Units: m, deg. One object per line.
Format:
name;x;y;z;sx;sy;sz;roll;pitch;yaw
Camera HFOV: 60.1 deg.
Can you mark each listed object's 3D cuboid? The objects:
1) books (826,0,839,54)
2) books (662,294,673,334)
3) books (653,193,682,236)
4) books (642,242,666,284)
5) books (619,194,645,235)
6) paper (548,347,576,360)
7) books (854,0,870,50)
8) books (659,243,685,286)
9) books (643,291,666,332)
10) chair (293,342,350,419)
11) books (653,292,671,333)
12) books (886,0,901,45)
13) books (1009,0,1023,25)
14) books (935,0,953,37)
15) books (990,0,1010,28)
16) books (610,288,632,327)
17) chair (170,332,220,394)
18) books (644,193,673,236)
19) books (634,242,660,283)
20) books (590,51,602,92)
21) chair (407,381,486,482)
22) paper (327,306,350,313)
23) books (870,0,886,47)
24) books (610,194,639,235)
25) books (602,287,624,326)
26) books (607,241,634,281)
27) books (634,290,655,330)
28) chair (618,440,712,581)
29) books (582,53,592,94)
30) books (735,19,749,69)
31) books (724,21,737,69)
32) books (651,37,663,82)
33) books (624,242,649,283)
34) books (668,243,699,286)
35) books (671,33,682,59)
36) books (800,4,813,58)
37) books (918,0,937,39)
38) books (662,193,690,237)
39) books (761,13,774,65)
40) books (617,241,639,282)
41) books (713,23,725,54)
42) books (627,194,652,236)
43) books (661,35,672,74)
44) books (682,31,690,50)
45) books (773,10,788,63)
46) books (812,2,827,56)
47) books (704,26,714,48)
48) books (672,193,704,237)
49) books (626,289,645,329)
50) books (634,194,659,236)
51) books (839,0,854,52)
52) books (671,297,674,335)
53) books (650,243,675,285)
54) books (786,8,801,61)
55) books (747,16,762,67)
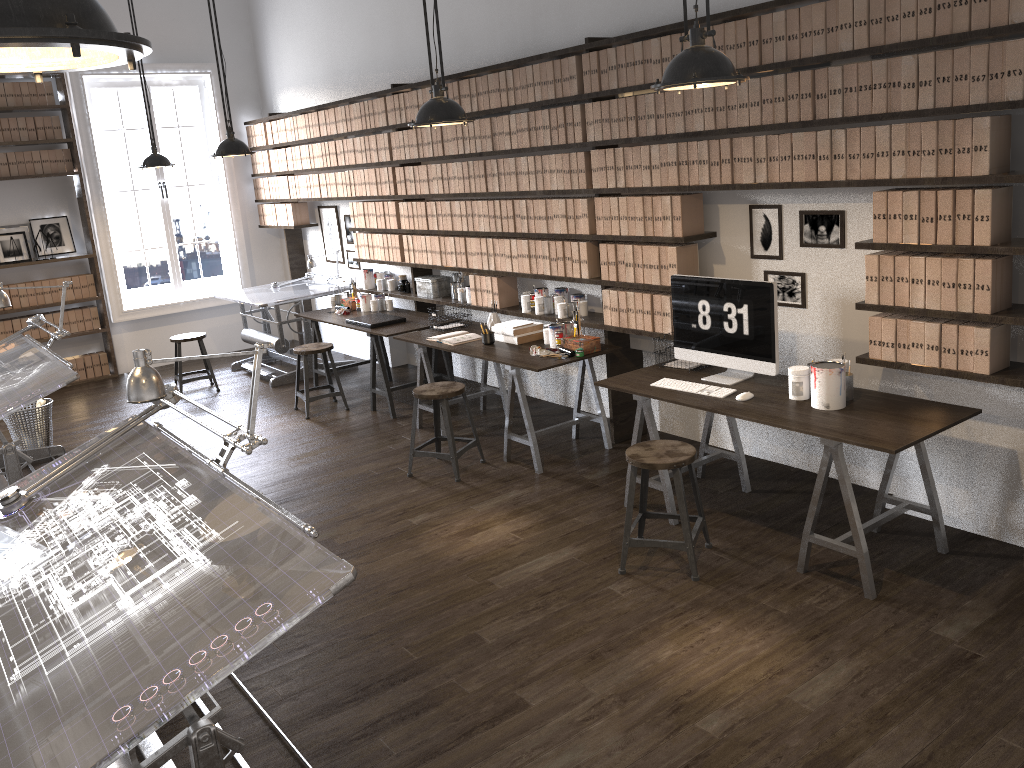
books;1.459;-1.565;3.884;0.175;0.223;0.067;-14;15;-35
books;0.935;-0.401;5.012;0.175;0.223;0.067;-14;15;-35
books;0.873;-0.940;4.928;0.175;0.223;0.067;-14;15;-35
books;0.836;-0.690;5.065;0.175;0.223;0.067;-14;15;-35
books;0.711;-0.980;5.140;0.175;0.223;0.067;-14;15;-35
paper;0.283;-0.184;5.258;0.138;0.038;0.156;-10;15;-20
books;1.537;-1.543;3.774;0.175;0.223;0.067;-14;15;-35
books;0.915;-0.669;4.957;0.175;0.223;0.067;-14;15;-35
books;0.848;-0.423;5.128;0.175;0.223;0.067;-14;15;-35
chair;-1.538;-0.039;7.009;0.360;0.522;0.374;-11;14;-26
books;0.897;-0.413;5.071;0.175;0.223;0.067;-14;15;-35
books;1.625;-1.523;3.666;0.175;0.223;0.067;-14;15;-35
books;1.914;-1.446;3.272;0.175;0.223;0.067;-14;15;-35
books;1.746;-1.488;3.491;0.175;0.223;0.067;-14;15;-35
books;1.876;-1.458;3.330;0.175;0.223;0.067;-14;15;-35
books;0.683;-0.465;5.346;0.175;0.223;0.067;-14;15;-35
chair;-2.888;-0.180;8.010;0.360;0.522;0.374;-11;14;-26
books;0.831;-0.951;4.985;0.175;0.223;0.067;-14;15;-35
books;0.794;-0.701;5.121;0.175;0.223;0.067;-14;15;-35
books;0.541;-1.800;5.105;0.175;0.223;0.067;-14;15;-35
chair;-0.418;0.279;5.399;0.372;0.522;0.362;2;14;27
paper;-1.500;-0.643;7.641;0.155;0.038;0.139;7;18;38
books;1.582;-1.533;3.721;0.175;0.223;0.067;-14;15;-35
books;0.666;-0.991;5.197;0.175;0.223;0.067;-14;15;-35
books;0.643;-0.477;5.406;0.175;0.223;0.067;-14;15;-35
books;0.660;-0.733;5.291;0.175;0.223;0.067;-14;15;-35
books;0.808;-0.436;5.190;0.175;0.223;0.067;-14;15;-35
chair;0.681;0.551;3.973;0.358;0.522;0.376;0;14;22
books;0.501;-1.812;5.167;0.175;0.223;0.067;-14;15;-35
books;1.165;-1.641;4.280;0.175;0.223;0.067;-14;15;-35
books;1.124;-1.651;4.330;0.175;0.223;0.067;-14;15;-35
books;0.831;-1.726;4.720;0.175;0.223;0.067;-14;15;-35
books;0.748;-0.711;5.175;0.175;0.223;0.067;-14;15;-35
books;0.951;-0.659;4.906;0.175;0.223;0.067;-14;15;-35
books;0.918;-1.704;4.608;0.175;0.223;0.067;-14;15;-35
books;1.380;-1.585;3.991;0.175;0.223;0.067;-14;15;-35
books;1.703;-1.499;3.549;0.175;0.223;0.067;-14;15;-35
books;0.912;-0.928;4.870;0.175;0.223;0.067;-14;15;-35
books;1.254;-1.618;4.161;0.175;0.223;0.067;-14;15;-35
books;0.710;-0.723;5.234;0.175;0.223;0.067;-14;15;-35
books;1.083;-1.659;4.378;0.175;0.223;0.067;-14;15;-35
books;0.750;-0.971;5.091;0.175;0.223;0.067;-14;15;-35
books;0.873;-1.714;4.661;0.175;0.223;0.067;-14;15;-35
books;0.961;-1.694;4.553;0.175;0.223;0.067;-14;15;-35
books;1.292;-1.606;4.102;0.175;0.223;0.067;-14;15;-35
books;1.415;-1.574;3.934;0.175;0.223;0.067;-14;15;-35
books;1.040;-1.671;4.436;0.175;0.223;0.067;-14;15;-35
books;0.958;-0.918;4.816;0.175;0.223;0.067;-14;15;-35
books;0.767;-0.445;5.241;0.175;0.223;0.067;-14;15;-35
books;0.786;-0.960;5.035;0.175;0.223;0.067;-14;15;-35
books;1.495;-1.555;3.833;0.175;0.223;0.067;-14;15;-35
books;0.981;-0.391;4.958;0.175;0.223;0.067;-14;15;-35
books;0.871;-0.678;5.007;0.175;0.223;0.067;-14;15;-35
books;1.338;-1.596;4.048;0.175;0.223;0.067;-14;15;-35
books;1.204;-1.629;4.218;0.175;0.223;0.067;-14;15;-35
